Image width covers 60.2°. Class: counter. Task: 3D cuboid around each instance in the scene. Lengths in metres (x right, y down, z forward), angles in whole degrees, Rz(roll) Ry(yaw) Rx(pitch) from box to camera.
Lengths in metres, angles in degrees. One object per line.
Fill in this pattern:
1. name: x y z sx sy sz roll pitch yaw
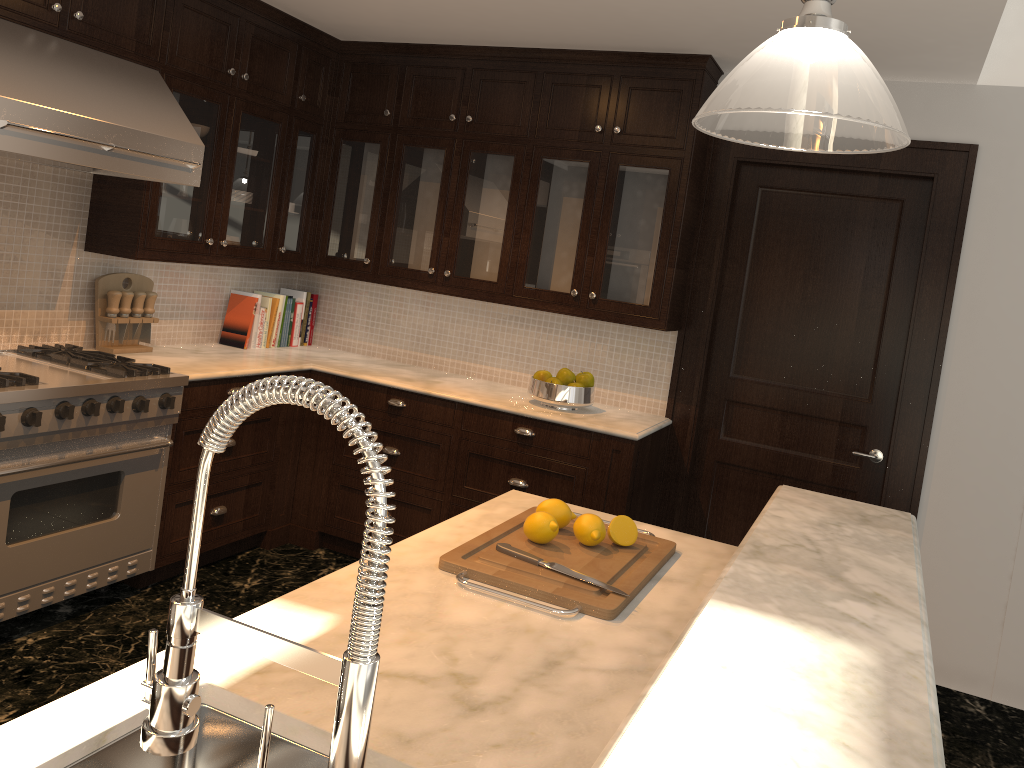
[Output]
1. counter: 0.263 0.400 0.885 0.330 0.032 2.860 11 8 22
2. counter: -0.933 0.090 3.211 2.328 0.032 3.375 11 9 22
3. counter: -0.095 0.515 1.030 1.060 0.032 2.874 11 9 22

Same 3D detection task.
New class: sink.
1. sink: -0.433 0.618 0.831 0.460 0.211 0.801 11 8 22

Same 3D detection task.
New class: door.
1. door: 1.333 0.082 4.146 0.868 2.175 0.108 10 3 23

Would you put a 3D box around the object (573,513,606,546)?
1. object: 0.180 0.337 2.047 0.083 0.071 0.081 12 7 33

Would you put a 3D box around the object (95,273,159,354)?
1. object: -1.718 -0.320 3.961 0.111 0.347 0.316 9 5 22

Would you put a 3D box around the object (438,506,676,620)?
1. object: 0.125 0.384 1.993 0.387 0.021 0.668 11 9 22

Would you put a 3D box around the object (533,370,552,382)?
1. object: 0.143 -0.017 4.127 0.090 0.098 0.094 7 5 -10

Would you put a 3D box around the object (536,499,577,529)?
1. object: 0.102 0.314 2.135 0.082 0.071 0.082 12 7 38

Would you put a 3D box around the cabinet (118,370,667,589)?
1. cabinet: -0.997 0.540 3.231 2.328 0.876 3.375 11 8 22

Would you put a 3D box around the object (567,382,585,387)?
1. object: 0.294 0.039 4.087 0.091 0.097 0.093 4 6 -37

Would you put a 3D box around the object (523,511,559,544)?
1. object: 0.066 0.327 2.012 0.082 0.073 0.079 9 6 10

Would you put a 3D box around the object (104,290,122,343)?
1. object: -1.751 -0.296 3.863 0.061 0.228 0.061 8 3 4

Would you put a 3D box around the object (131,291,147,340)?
1. object: -1.697 -0.308 3.990 0.061 0.225 0.062 8 3 -8

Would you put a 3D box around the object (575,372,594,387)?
1. object: 0.339 -0.010 4.138 0.093 0.098 0.092 8 5 -7

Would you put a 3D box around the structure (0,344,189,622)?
1. structure: -1.836 0.326 3.279 0.723 0.834 0.907 10 6 23

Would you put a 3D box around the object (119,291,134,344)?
1. object: -1.725 -0.297 3.925 0.061 0.236 0.062 8 3 -8

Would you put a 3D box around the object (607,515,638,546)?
1. object: 0.259 0.345 2.086 0.074 0.068 0.064 7 5 -15

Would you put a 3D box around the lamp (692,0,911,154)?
1. lamp: 0.488 -0.764 1.323 0.320 0.780 0.316 11 4 37

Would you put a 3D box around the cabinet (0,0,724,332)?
1. cabinet: -0.784 -0.968 3.168 2.320 1.248 3.374 11 8 22

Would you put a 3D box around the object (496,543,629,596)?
1. object: 0.105 0.386 1.845 0.333 0.014 0.042 13 9 33

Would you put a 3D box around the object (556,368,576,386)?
1. object: 0.252 -0.025 4.136 0.095 0.099 0.092 8 5 -1

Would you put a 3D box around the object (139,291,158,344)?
1. object: -1.672 -0.307 4.052 0.061 0.236 0.061 7 3 -14

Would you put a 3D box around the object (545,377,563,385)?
1. object: 0.195 0.016 4.077 0.092 0.096 0.100 13 7 40

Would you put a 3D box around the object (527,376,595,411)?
1. object: 0.231 0.047 4.156 0.319 0.121 0.319 10 8 16

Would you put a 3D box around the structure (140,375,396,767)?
1. structure: -0.215 0.254 0.740 0.245 0.528 0.051 10 3 23

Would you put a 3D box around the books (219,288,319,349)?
1. books: -1.329 -0.369 4.859 0.195 0.309 0.604 10 7 22

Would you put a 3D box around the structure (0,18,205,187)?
1. structure: -1.663 -1.046 3.228 0.643 0.475 0.932 11 7 23
